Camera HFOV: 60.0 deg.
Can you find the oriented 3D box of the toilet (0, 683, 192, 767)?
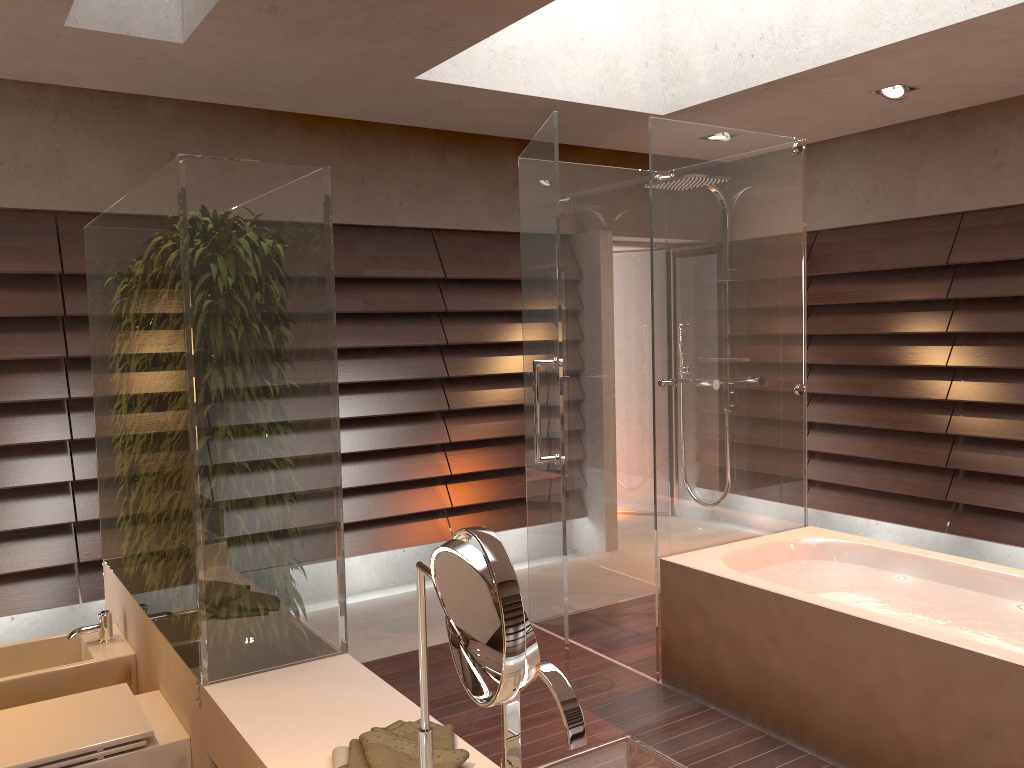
[{"bbox_3d":[-1.072,1.025,2.195,0.468,0.400,0.357,-4,4,-33],"label":"toilet"}]

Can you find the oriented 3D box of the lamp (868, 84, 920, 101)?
[{"bbox_3d":[1.822,-1.415,4.231,0.170,0.110,0.165,-4,4,-33],"label":"lamp"}]

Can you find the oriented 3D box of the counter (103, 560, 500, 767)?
[{"bbox_3d":[-0.534,0.948,2.109,0.350,0.686,2.931,-4,4,-33],"label":"counter"}]

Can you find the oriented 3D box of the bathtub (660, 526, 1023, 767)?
[{"bbox_3d":[1.543,0.812,2.903,0.994,0.761,2.000,-4,4,-33],"label":"bathtub"}]

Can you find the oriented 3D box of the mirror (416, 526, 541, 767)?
[{"bbox_3d":[-0.060,0.444,1.008,0.074,0.589,0.316,-3,4,-31],"label":"mirror"}]

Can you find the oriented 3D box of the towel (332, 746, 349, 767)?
[{"bbox_3d":[-0.198,0.698,1.512,0.202,0.027,0.394,-2,4,-13],"label":"towel"}]

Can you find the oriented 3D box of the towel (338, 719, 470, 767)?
[{"bbox_3d":[-0.221,0.681,1.540,0.258,0.057,0.571,-1,4,8],"label":"towel"}]

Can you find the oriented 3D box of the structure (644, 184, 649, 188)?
[{"bbox_3d":[0.857,-0.154,4.218,0.385,1.578,0.575,-4,4,-33],"label":"structure"}]

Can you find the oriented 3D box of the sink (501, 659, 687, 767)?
[{"bbox_3d":[0.120,0.552,1.066,0.340,0.357,0.486,-4,4,-33],"label":"sink"}]

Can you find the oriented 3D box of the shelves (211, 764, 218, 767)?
[{"bbox_3d":[-0.422,1.082,1.933,0.368,0.436,0.487,-4,4,-33],"label":"shelves"}]

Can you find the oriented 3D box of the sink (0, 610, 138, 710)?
[{"bbox_3d":[-1.455,0.971,2.778,0.468,0.456,0.357,-4,4,-33],"label":"sink"}]
